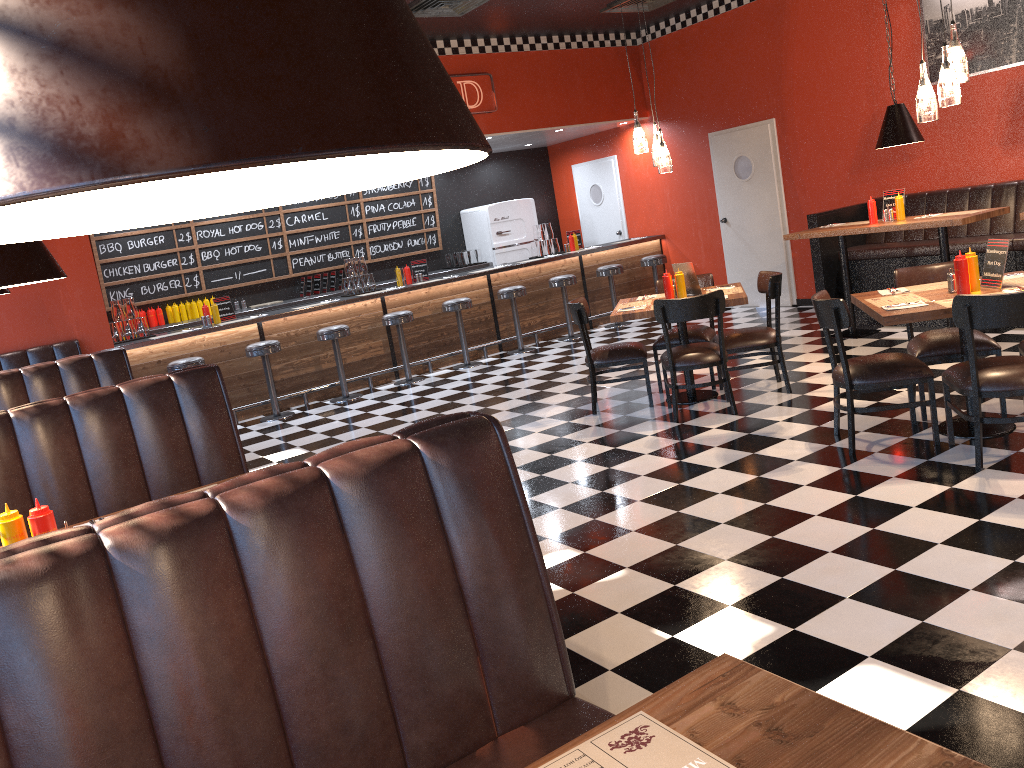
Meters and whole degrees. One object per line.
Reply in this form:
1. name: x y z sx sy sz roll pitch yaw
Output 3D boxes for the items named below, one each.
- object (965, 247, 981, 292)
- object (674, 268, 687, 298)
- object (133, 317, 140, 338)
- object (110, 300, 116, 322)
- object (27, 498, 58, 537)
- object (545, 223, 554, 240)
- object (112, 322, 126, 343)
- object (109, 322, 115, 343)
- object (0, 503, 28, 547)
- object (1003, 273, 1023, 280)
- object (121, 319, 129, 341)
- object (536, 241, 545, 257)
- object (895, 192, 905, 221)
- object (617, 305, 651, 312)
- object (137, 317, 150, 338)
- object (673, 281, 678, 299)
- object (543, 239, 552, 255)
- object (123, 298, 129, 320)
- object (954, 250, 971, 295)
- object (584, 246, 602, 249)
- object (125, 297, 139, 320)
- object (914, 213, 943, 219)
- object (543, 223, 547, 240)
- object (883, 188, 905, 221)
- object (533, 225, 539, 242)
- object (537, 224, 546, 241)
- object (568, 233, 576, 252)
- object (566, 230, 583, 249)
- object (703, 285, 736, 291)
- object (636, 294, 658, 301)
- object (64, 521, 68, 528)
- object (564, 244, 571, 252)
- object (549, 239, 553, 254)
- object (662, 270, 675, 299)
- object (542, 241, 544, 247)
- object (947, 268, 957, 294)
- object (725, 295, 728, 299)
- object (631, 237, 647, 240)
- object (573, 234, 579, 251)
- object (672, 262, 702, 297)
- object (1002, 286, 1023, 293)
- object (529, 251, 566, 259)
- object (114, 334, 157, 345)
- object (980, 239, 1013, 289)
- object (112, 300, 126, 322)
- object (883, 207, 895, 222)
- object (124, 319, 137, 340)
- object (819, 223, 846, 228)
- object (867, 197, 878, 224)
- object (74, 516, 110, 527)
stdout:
1. object: 2.481 -0.619 4.780 0.068 0.236 0.068 -14 9 -26
2. object: 1.236 -0.734 6.501 0.068 0.236 0.068 -12 9 -17
3. object: -3.752 -0.566 8.929 0.105 0.207 0.106 -2 12 42
4. object: -3.925 -0.727 8.800 0.105 0.207 0.106 -2 12 42
5. object: -1.363 0.448 2.590 0.068 0.236 0.068 -11 8 -8
6. object: 0.478 -1.985 11.502 0.105 0.207 0.106 -8 9 13
7. object: -3.880 -0.507 8.729 0.105 0.207 0.106 -2 12 42
8. object: -3.951 -0.511 8.815 0.105 0.207 0.106 -2 12 42
9. object: -1.455 0.462 2.597 0.068 0.236 0.068 -11 8 -8
10. object: 2.791 -0.608 5.041 0.254 0.019 0.159 -7 11 14
11. object: -3.850 -0.538 8.865 0.105 0.207 0.106 -2 12 42
12. object: 0.367 -1.743 11.452 0.105 0.207 0.106 -8 9 13
13. object: 3.297 -1.510 7.532 0.068 0.236 0.068 -4 10 33
14. object: 0.896 -0.557 6.469 0.254 0.019 0.159 -6 11 17
15. object: -3.679 -0.561 8.836 0.105 0.207 0.106 -2 12 42
16. object: 1.227 -0.702 6.623 0.047 0.135 0.093 -17 12 -41
17. object: 0.463 -1.769 11.501 0.105 0.207 0.106 -8 9 13
18. object: -3.835 -0.755 8.870 0.105 0.207 0.106 -2 12 42
19. object: 2.403 -0.597 4.732 0.068 0.236 0.068 -14 9 -26
20. object: 1.054 -1.795 11.634 0.158 0.019 0.255 -17 13 -36
21. object: -3.769 -0.749 8.779 0.105 0.207 0.106 -2 12 42
22. object: 3.491 -1.414 7.449 0.256 0.019 0.157 -17 13 -35
23. object: 0.412 -1.991 11.593 0.105 0.207 0.106 -8 9 13
24. object: 3.331 -1.564 7.733 0.073 0.255 0.188 -17 11 -40
25. object: 0.321 -1.963 11.524 0.105 0.207 0.106 -8 9 13
26. object: 0.375 -1.958 11.450 0.105 0.207 0.106 -8 9 13
27. object: 0.784 -1.858 11.612 0.068 0.236 0.068 -10 8 -1
28. object: 0.836 -1.917 11.829 0.188 0.255 0.073 -9 8 3
29. object: 1.581 -0.737 6.803 0.255 0.019 0.159 -8 11 7
30. object: 1.064 -0.688 7.007 0.157 0.019 0.257 -7 11 16
31. object: -1.338 0.479 2.686 0.094 0.135 0.047 -11 8 -7
32. object: 0.728 -1.810 11.692 0.094 0.135 0.047 -16 11 -37
33. object: 0.494 -1.803 11.652 0.105 0.207 0.106 -8 9 13
34. object: 1.154 -0.729 6.546 0.068 0.236 0.068 -8 9 11
35. object: 0.397 -1.774 11.589 0.105 0.207 0.106 -8 9 13
36. object: 2.412 -0.568 4.855 0.046 0.135 0.094 -7 9 18
37. object: 1.451 -0.616 6.281 0.157 0.019 0.257 -7 11 14
38. object: 1.721 -1.989 12.061 0.158 0.019 0.256 -14 11 -21
39. object: 0.834 -1.881 11.689 0.068 0.236 0.068 -5 9 27
40. object: 1.315 -0.787 6.659 0.073 0.255 0.188 -17 12 -41
41. object: 2.614 -0.479 4.521 0.157 0.019 0.257 -9 11 6
42. object: 0.459 -1.682 11.574 0.439 0.018 0.273 -16 12 -31
43. object: -3.788 -0.446 8.850 0.439 0.018 0.273 -16 12 -31
44. object: 2.605 -0.649 4.779 0.072 0.255 0.189 -10 9 -2
45. object: -3.872 -0.722 8.727 0.105 0.207 0.106 -2 12 42
46. object: 3.245 -1.468 7.639 0.047 0.135 0.094 -17 11 -40
47. object: -3.784 -0.532 8.778 0.105 0.207 0.106 -2 12 42
48. object: 2.974 -1.480 8.258 0.256 0.019 0.157 -17 13 -35
49. object: 3.114 -1.503 7.659 0.068 0.236 0.068 -4 10 33
50. object: -1.398 0.485 3.023 0.158 0.019 0.255 -16 13 -32
